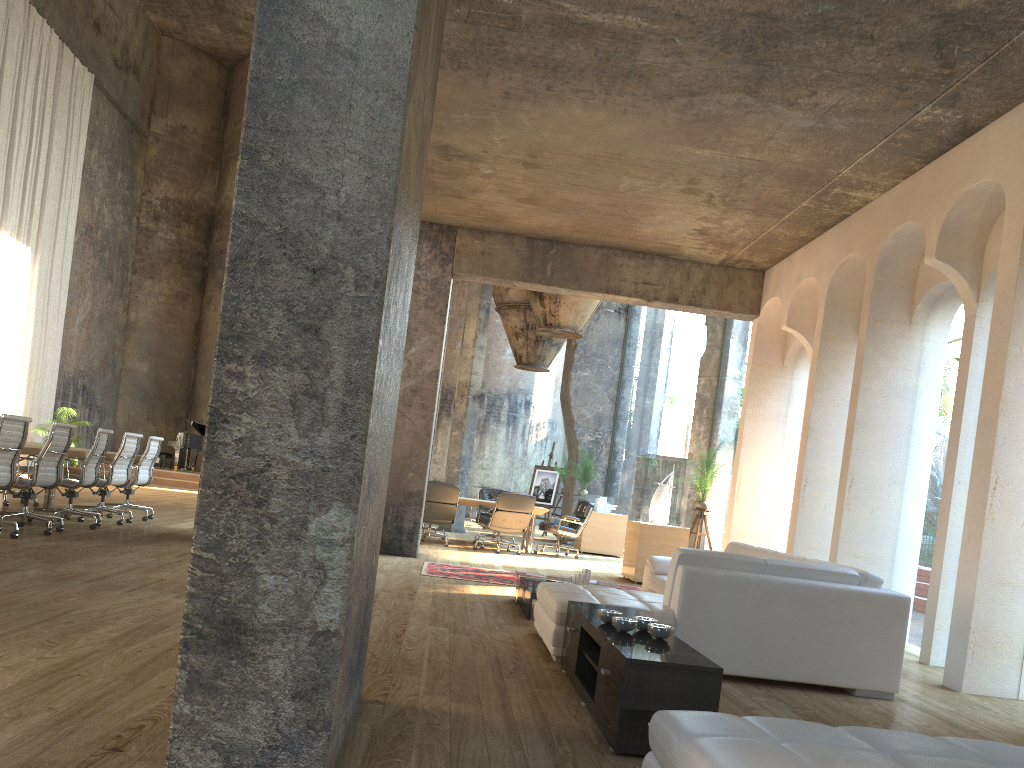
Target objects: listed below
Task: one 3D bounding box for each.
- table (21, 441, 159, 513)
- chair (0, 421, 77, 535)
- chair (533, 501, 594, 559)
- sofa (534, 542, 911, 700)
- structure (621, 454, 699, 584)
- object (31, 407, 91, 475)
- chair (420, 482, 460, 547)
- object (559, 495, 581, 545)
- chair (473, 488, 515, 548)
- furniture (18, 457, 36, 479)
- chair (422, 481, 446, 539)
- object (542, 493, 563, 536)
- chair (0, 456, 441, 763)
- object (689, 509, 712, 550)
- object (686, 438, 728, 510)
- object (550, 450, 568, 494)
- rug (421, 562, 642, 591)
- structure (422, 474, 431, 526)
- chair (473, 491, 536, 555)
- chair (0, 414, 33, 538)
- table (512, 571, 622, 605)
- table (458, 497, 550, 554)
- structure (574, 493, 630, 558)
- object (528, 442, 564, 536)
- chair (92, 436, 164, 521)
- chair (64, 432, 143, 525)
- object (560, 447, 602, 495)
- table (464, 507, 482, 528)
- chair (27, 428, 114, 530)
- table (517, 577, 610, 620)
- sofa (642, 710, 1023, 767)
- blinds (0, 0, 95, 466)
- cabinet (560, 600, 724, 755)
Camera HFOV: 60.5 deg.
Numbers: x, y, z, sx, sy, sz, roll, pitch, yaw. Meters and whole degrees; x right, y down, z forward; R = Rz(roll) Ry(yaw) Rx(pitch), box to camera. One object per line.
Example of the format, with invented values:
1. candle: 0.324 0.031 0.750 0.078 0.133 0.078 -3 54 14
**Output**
1. table: -5.130 0.808 7.509 1.602 0.756 7.741 7 -7 -3
2. chair: -4.414 0.823 7.982 0.699 1.024 0.667 7 -1 2
3. chair: 0.769 2.198 13.484 0.823 0.891 0.730 8 -2 -10
4. sofa: 1.150 1.483 6.388 2.066 0.720 2.939 8 -6 -4
5. structure: 1.792 1.670 10.740 0.595 1.546 0.743 7 -1 -4
6. object: -9.283 1.207 18.148 1.096 1.455 1.128 8 -2 -13
7. chair: -1.149 1.853 12.618 0.732 0.891 0.821 8 -3 -10
8. object: 1.327 2.549 16.178 0.567 0.971 0.664 7 -2 32
9. chair: -0.254 2.151 14.172 0.730 0.891 0.823 7 -3 -3
10. furniture: -8.708 1.169 14.662 0.709 0.839 1.878 7 -5 -3
11. chair: -1.359 2.002 14.088 0.729 0.891 0.825 7 -3 3
12. object: 1.065 2.815 18.679 0.660 0.971 0.570 7 -1 -10
13. chair: -3.184 1.307 10.690 12.965 1.029 31.615 8 -7 -3
14. object: 2.291 2.085 11.261 0.664 0.971 0.567 8 -2 -40
15. object: 2.470 1.151 11.256 0.690 0.938 0.859 8 -3 -13
16. object: 1.126 1.868 18.685 0.685 0.938 0.866 7 -3 17
17. rug: 0.288 2.070 9.215 2.465 0.009 1.351 8 -7 -4
18. structure: -1.933 2.123 16.231 0.744 1.013 0.736 7 -2 -4
19. chair: -0.151 1.992 12.724 0.735 0.891 0.817 8 -3 -30
20. chair: -4.352 0.726 7.103 0.698 1.024 0.668 7 -1 5
21. table: 0.451 1.752 7.347 0.860 0.246 0.371 8 -4 -4
22. table: -0.718 2.093 13.376 2.413 0.699 1.108 8 -5 -4
23. structure: 1.544 2.436 15.181 0.736 1.013 0.744 7 -2 -4
24. object: 0.754 2.345 19.796 0.697 2.145 0.689 7 0 25
25. chair: -4.647 1.109 10.626 0.699 1.024 0.667 7 -1 2
26. chair: -4.548 1.019 9.766 0.698 1.024 0.668 7 -1 5
27. object: 1.286 1.595 16.230 0.859 0.939 0.689 7 -2 -1
28. table: -1.359 2.827 19.566 1.873 0.545 0.944 8 -5 -4
29. chair: -4.477 0.926 8.913 0.700 1.024 0.666 7 -1 -4
30. table: 0.475 1.733 6.980 0.791 0.202 1.114 8 -7 -4
31. sofa: 1.459 1.023 2.195 2.070 0.720 1.074 8 -4 -5
32. blinds: -9.321 -2.832 15.272 0.275 8.631 7.848 7 -3 -2
33. cabinet: 0.510 1.300 4.027 0.396 0.368 1.567 7 -6 -3
